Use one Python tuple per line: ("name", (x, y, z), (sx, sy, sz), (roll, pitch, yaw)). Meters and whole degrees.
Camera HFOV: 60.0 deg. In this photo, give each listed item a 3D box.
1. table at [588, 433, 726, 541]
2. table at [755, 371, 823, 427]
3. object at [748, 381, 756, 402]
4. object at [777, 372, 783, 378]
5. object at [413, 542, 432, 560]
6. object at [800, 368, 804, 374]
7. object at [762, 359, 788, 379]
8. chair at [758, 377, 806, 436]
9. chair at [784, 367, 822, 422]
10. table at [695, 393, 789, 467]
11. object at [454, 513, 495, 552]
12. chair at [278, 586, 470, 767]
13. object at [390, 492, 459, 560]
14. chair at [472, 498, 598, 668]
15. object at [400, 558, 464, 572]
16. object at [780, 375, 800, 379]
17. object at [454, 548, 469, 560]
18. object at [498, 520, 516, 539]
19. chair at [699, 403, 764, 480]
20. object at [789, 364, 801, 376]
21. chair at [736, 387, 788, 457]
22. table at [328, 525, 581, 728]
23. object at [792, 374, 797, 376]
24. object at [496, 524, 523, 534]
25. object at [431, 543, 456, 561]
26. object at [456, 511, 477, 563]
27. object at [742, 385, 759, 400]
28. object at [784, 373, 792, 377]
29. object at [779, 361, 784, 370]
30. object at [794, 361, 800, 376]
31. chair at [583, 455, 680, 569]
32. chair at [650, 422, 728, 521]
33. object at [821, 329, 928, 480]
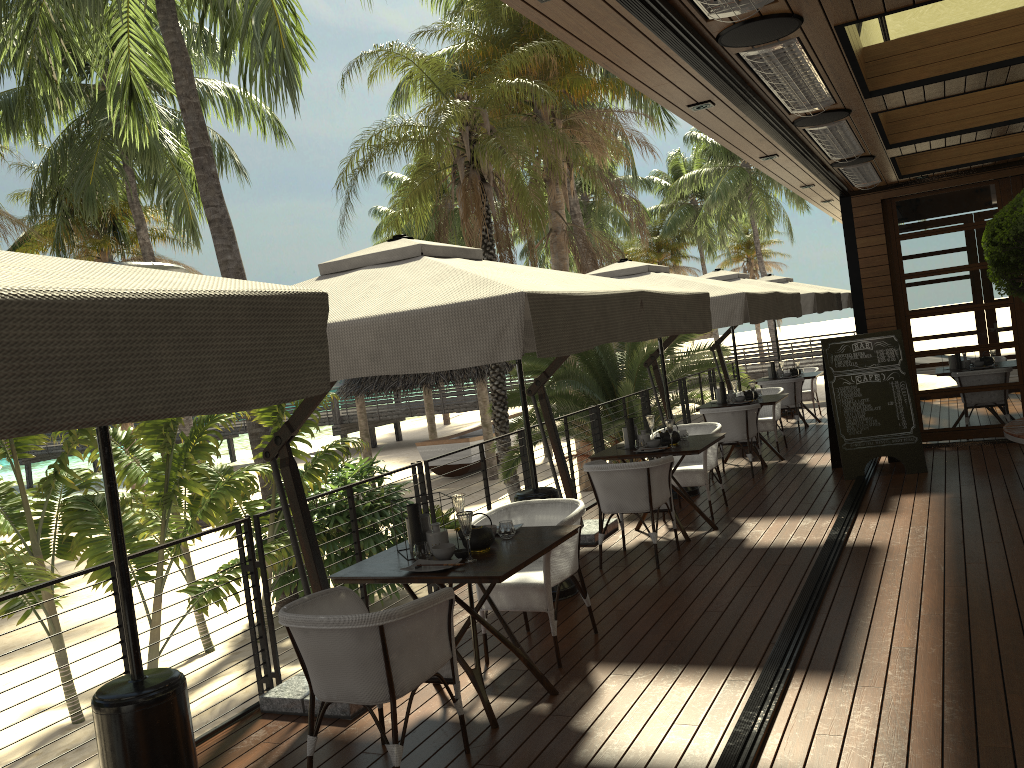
("table", (1.281, 0.880, 7.434), (0.931, 0.749, 0.933), (-7, 2, 27))
("table", (4.257, 0.256, 13.497), (0.931, 0.749, 0.933), (-7, 2, 27))
("object", (2.760, 0.086, 10.147), (0.082, 0.227, 0.082), (-7, 1, 27))
("object", (4.034, -0.130, 13.345), (0.086, 0.086, 0.087), (-7, 2, 31))
("object", (-0.431, 0.806, 4.250), (0.086, 0.086, 0.087), (-7, 2, 31))
("object", (4.437, -0.193, 13.608), (0.086, 0.086, 0.087), (-7, 2, 31))
("object", (4.022, -0.225, 13.564), (0.263, 0.264, 0.263), (-8, 2, -18))
("chair", (3.916, 0.310, 12.795), (0.627, 0.788, 0.617), (-7, 2, 28))
("chair", (4.641, 0.160, 14.217), (0.627, 0.788, 0.617), (-7, 2, 28))
("table", (2.769, 0.568, 10.465), (0.931, 0.749, 0.933), (-7, 2, 27))
("object", (-0.170, 0.722, 4.334), (0.163, 0.179, 0.168), (-7, 2, 28))
("chair", (-0.567, 1.249, 3.662), (0.627, 0.788, 0.617), (-7, 2, 28))
("object", (-0.442, 0.711, 4.469), (0.263, 0.264, 0.263), (-8, 2, -18))
("chair", (0.137, 1.104, 5.042), (0.627, 0.788, 0.617), (-7, 2, 28))
("object", (-0.346, 0.833, 4.058), (0.294, 0.025, 0.170), (-6, 2, 26))
("object", (4.118, -0.102, 13.153), (0.294, 0.025, 0.170), (-6, 2, 26))
("object", (-0.233, 0.805, 4.177), (0.080, 0.042, 0.080), (-8, 2, -12))
("object", (-0.027, 0.743, 4.513), (0.086, 0.086, 0.087), (-7, 2, 31))
("chair", (2.441, 0.619, 9.791), (0.627, 0.788, 0.617), (-7, 2, 28))
("object", (4.293, -0.214, 13.432), (0.168, 0.179, 0.163), (-7, 2, 25))
("chair", (3.146, 0.473, 11.171), (0.627, 0.788, 0.617), (-7, 2, 28))
("table", (-0.207, 1.192, 4.402), (0.931, 0.749, 0.933), (-7, 2, 27))
("object", (4.231, -0.130, 13.272), (0.080, 0.042, 0.080), (-8, 2, -5))
("object", (-0.102, 0.776, 4.710), (0.294, 0.025, 0.170), (-6, 2, 26))
("object", (-0.323, 0.804, 4.220), (0.116, 0.065, 0.116), (-7, 2, 25))
("object", (-0.206, 0.708, 4.105), (0.082, 0.227, 0.082), (-7, 1, 27))
("object", (2.794, 0.100, 10.379), (0.168, 0.179, 0.163), (-7, 2, 25))
("object", (4.142, -0.132, 13.314), (0.116, 0.065, 0.116), (-6, 2, 31))
("object", (4.195, -0.240, 13.754), (0.082, 0.227, 0.082), (-7, 1, 27))
("object", (4.259, -0.228, 13.200), (0.082, 0.227, 0.082), (-7, 1, 27))
("chair", (0.908, 0.940, 6.668), (0.627, 0.788, 0.617), (-7, 2, 28))
("chair", (1.638, 0.789, 8.100), (0.627, 0.788, 0.617), (-7, 2, 28))
("object", (3.618, 0.187, 8.990), (0.768, 1.396, 0.772), (-7, 1, 11))
